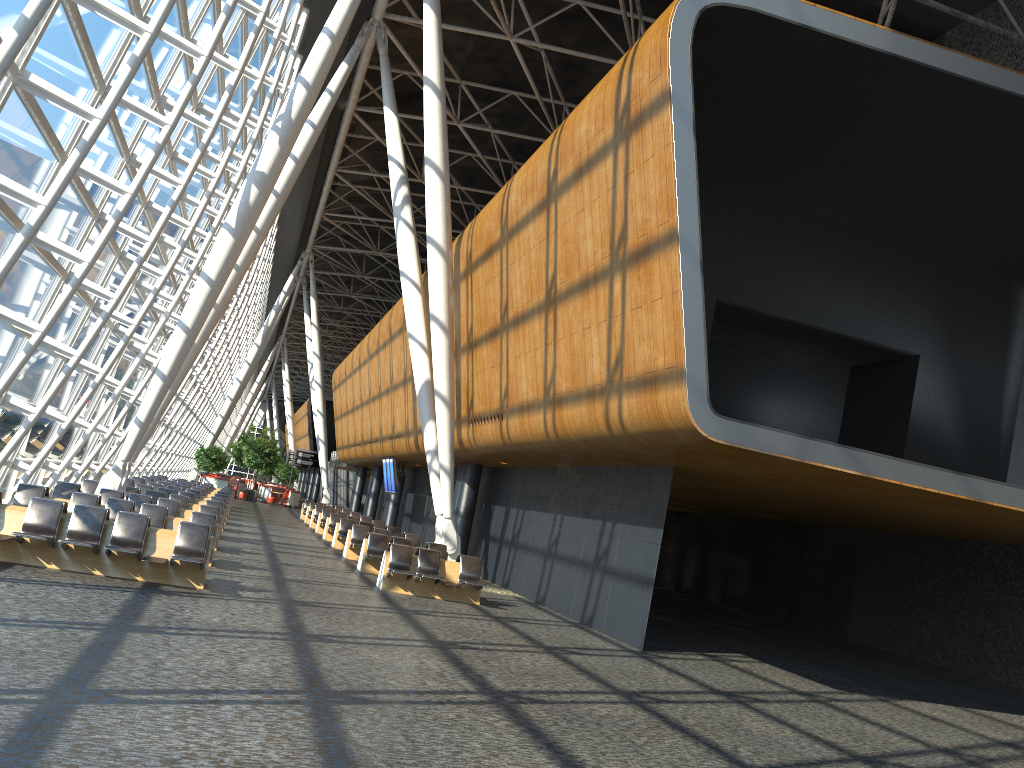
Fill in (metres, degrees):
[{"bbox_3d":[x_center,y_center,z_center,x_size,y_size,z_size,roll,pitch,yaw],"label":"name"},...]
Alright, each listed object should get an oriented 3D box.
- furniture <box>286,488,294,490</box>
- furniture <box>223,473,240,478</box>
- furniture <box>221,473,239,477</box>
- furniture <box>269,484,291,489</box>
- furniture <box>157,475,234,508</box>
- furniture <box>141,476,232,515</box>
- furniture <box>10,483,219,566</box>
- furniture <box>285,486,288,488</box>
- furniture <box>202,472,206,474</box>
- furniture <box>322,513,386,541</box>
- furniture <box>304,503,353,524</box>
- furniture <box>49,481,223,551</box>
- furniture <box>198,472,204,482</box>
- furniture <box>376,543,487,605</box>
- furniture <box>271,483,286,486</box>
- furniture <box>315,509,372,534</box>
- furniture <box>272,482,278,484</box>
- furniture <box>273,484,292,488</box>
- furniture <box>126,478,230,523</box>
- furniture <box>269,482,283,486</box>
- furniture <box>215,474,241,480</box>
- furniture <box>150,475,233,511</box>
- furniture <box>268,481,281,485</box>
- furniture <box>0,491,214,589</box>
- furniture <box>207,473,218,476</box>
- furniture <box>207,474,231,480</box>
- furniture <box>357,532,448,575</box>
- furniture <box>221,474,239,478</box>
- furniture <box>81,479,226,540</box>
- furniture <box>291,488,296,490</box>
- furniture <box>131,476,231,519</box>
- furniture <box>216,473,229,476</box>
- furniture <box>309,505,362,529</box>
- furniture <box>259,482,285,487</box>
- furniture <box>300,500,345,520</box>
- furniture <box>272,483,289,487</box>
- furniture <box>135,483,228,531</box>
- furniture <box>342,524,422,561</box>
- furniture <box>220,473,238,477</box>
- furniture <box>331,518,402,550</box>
[{"bbox_3d":[-15.351,7.530,59.697,0.889,1.000,2.850,11,-8,-3],"label":"furniture"},{"bbox_3d":[-32.118,10.462,98.537,3.270,0.864,1.664,13,-8,-16],"label":"furniture"},{"bbox_3d":[-31.246,10.185,95.667,3.270,0.864,1.664,13,-8,-16],"label":"furniture"},{"bbox_3d":[-16.682,7.689,62.336,2.811,1.002,0.901,3,-8,41],"label":"furniture"},{"bbox_3d":[-13.683,4.605,37.913,3.270,0.864,1.664,13,-8,-16],"label":"furniture"},{"bbox_3d":[-11.937,4.050,32.173,3.270,0.864,1.664,13,-8,-16],"label":"furniture"},{"bbox_3d":[-6.700,2.387,14.952,3.270,0.864,1.664,13,-8,-16],"label":"furniture"},{"bbox_3d":[-17.933,8.433,68.735,0.894,1.001,2.834,12,-8,-18],"label":"furniture"},{"bbox_3d":[-25.136,8.244,75.576,3.270,0.864,1.664,13,-8,-16],"label":"furniture"},{"bbox_3d":[-5.020,4.708,28.261,1.908,0.864,1.664,12,-8,-16],"label":"furniture"},{"bbox_3d":[-7.639,5.540,36.871,1.908,0.864,1.664,12,-8,-16],"label":"furniture"},{"bbox_3d":[-7.573,2.664,17.822,3.270,0.864,1.664,13,-8,-16],"label":"furniture"},{"bbox_3d":[-24.263,7.966,72.706,3.270,0.864,1.664,13,-8,-16],"label":"furniture"},{"bbox_3d":[-1.529,3.599,16.781,1.908,0.864,1.664,12,-8,-16],"label":"furniture"},{"bbox_3d":[-23.456,10.565,88.885,1.908,0.864,1.664,12,-8,-16],"label":"furniture"},{"bbox_3d":[-5.893,4.985,31.131,1.908,0.864,1.664,12,-8,-16],"label":"furniture"},{"bbox_3d":[-26.074,11.397,97.495,1.908,0.864,1.664,12,-8,-16],"label":"furniture"},{"bbox_3d":[-21.710,10.010,83.145,1.908,0.864,1.664,12,-8,-16],"label":"furniture"},{"bbox_3d":[-10.192,3.496,26.433,3.270,0.864,1.664,13,-8,-16],"label":"furniture"},{"bbox_3d":[-25.202,11.120,94.625,1.908,0.864,1.664,12,-8,-16],"label":"furniture"},{"bbox_3d":[-22.198,7.710,69.051,0.883,1.001,2.870,8,-8,26],"label":"furniture"},{"bbox_3d":[-12.810,4.328,35.043,3.270,0.864,1.664,13,-8,-16],"label":"furniture"},{"bbox_3d":[-26.947,11.674,100.365,1.908,0.864,1.664,12,-8,-16],"label":"furniture"},{"bbox_3d":[-5.828,2.109,12.082,3.270,0.864,1.664,13,-8,-16],"label":"furniture"},{"bbox_3d":[-20.515,6.709,60.445,0.889,1.000,2.850,11,-8,-3],"label":"furniture"},{"bbox_3d":[-19.185,6.550,57.806,2.811,1.002,0.901,3,-8,41],"label":"furniture"},{"bbox_3d":[-2.402,3.876,19.651,1.908,0.864,1.664,12,-8,-16],"label":"furniture"},{"bbox_3d":[-27.754,9.076,84.186,3.270,0.864,1.664,13,-8,-16],"label":"furniture"},{"bbox_3d":[-8.446,2.941,20.692,3.270,0.864,1.664,13,-8,-16],"label":"furniture"},{"bbox_3d":[-19.965,9.456,77.405,1.908,0.864,1.664,12,-8,-16],"label":"furniture"},{"bbox_3d":[-11.064,3.773,29.303,3.270,0.864,1.664,13,-8,-16],"label":"furniture"},{"bbox_3d":[-28.627,9.353,87.056,3.270,0.864,1.664,13,-8,-16],"label":"furniture"},{"bbox_3d":[-6.766,5.262,34.001,1.908,0.864,1.664,12,-8,-16],"label":"furniture"},{"bbox_3d":[-18.075,7.960,65.784,0.883,1.001,2.870,8,-8,26],"label":"furniture"},{"bbox_3d":[-8.511,5.817,39.741,1.908,0.864,1.664,12,-8,-16],"label":"furniture"},{"bbox_3d":[-22.583,10.288,86.015,1.908,0.864,1.664,12,-8,-16],"label":"furniture"},{"bbox_3d":[-9.319,3.218,23.563,3.270,0.864,1.664,13,-8,-16],"label":"furniture"},{"bbox_3d":[-3.275,4.153,22.521,1.908,0.864,1.664,12,-8,-16],"label":"furniture"},{"bbox_3d":[-30.373,9.907,92.796,3.270,0.864,1.664,13,-8,-16],"label":"furniture"},{"bbox_3d":[-4.148,4.431,25.391,1.908,0.864,1.664,12,-8,-16],"label":"furniture"}]
